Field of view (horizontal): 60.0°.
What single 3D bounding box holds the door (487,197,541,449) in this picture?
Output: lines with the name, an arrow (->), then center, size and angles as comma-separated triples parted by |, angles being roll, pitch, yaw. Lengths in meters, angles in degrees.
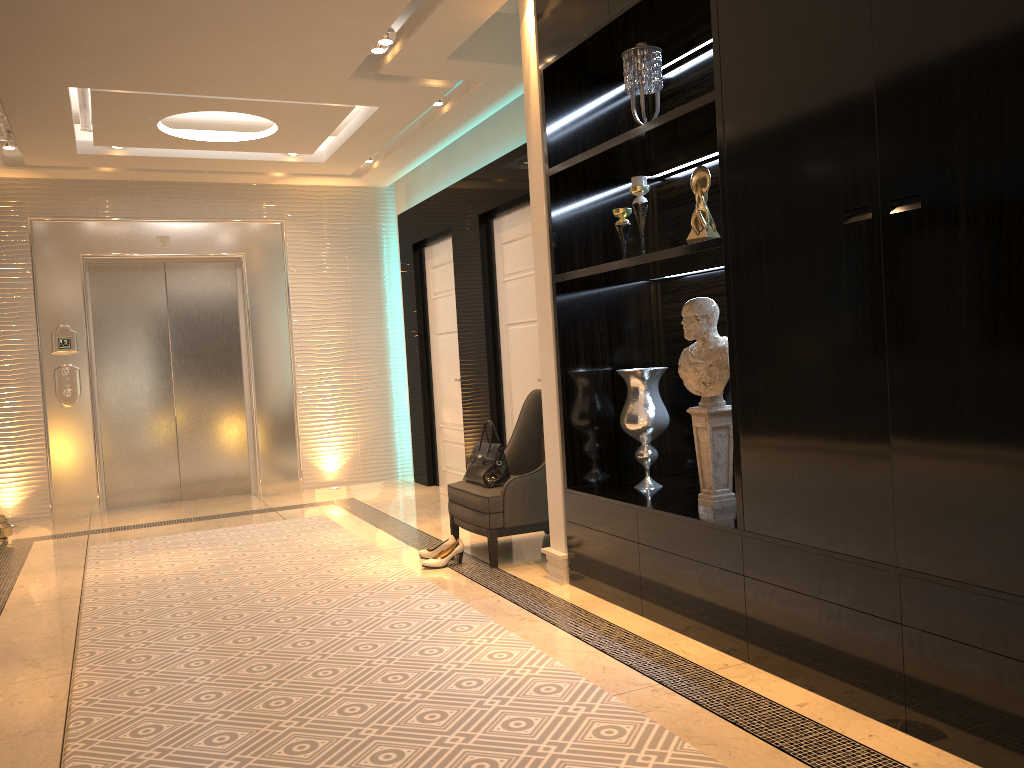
door -> 0.094, -0.149, 5.715 | 0.089, 2.034, 0.919 | -4, 2, -24

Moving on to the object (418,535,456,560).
object -> -0.395, 0.866, 4.735 | 0.235, 0.135, 0.084 | -3, 2, 24

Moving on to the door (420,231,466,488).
door -> -0.504, -0.157, 7.027 | 0.089, 2.034, 0.919 | -4, 2, -24

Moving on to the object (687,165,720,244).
object -> 0.710, -0.655, 3.311 | 0.113, 0.318, 0.116 | -4, 2, -25

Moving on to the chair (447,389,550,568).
chair -> 0.043, 0.452, 4.828 | 0.702, 0.898, 0.625 | -4, 2, -23

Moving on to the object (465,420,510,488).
object -> -0.137, 0.367, 4.760 | 0.168, 0.345, 0.366 | -4, 2, -25

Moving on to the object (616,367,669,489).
object -> 0.586, 0.194, 3.904 | 0.221, 0.522, 0.221 | -4, 2, -20

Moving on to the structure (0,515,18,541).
structure -> -3.683, 0.230, 6.276 | 0.382, 1.715, 0.811 | -3, 2, -1

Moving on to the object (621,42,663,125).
object -> 0.506, -1.134, 3.409 | 0.155, 0.347, 0.155 | -5, 3, -44

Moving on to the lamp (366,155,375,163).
lamp -> -1.149, -1.830, 7.070 | 0.107, 0.127, 0.107 | -5, 3, -43

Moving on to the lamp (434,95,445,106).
lamp -> -0.477, -1.822, 5.595 | 0.107, 0.127, 0.107 | -5, 3, -43

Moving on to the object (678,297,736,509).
object -> 0.761, 0.068, 3.362 | 0.221, 0.794, 0.308 | -3, 2, 3

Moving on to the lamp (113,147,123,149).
lamp -> -2.749, -1.705, 6.170 | 0.107, 0.127, 0.107 | -4, 2, -6

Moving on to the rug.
rug -> -0.976, 0.995, 3.692 | 1.526, 0.015, 5.025 | -4, 2, -24

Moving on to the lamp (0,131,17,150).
lamp -> -3.425, -1.660, 6.033 | 0.107, 0.127, 0.107 | -5, 3, -43

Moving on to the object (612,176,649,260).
object -> 0.498, -0.674, 3.683 | 0.079, 0.361, 0.176 | -5, 3, -43

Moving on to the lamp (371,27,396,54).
lamp -> -0.666, -1.776, 4.524 | 0.107, 0.127, 0.235 | -4, 2, -24

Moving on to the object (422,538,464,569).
object -> -0.351, 0.870, 4.547 | 0.235, 0.135, 0.084 | -4, 2, -22
